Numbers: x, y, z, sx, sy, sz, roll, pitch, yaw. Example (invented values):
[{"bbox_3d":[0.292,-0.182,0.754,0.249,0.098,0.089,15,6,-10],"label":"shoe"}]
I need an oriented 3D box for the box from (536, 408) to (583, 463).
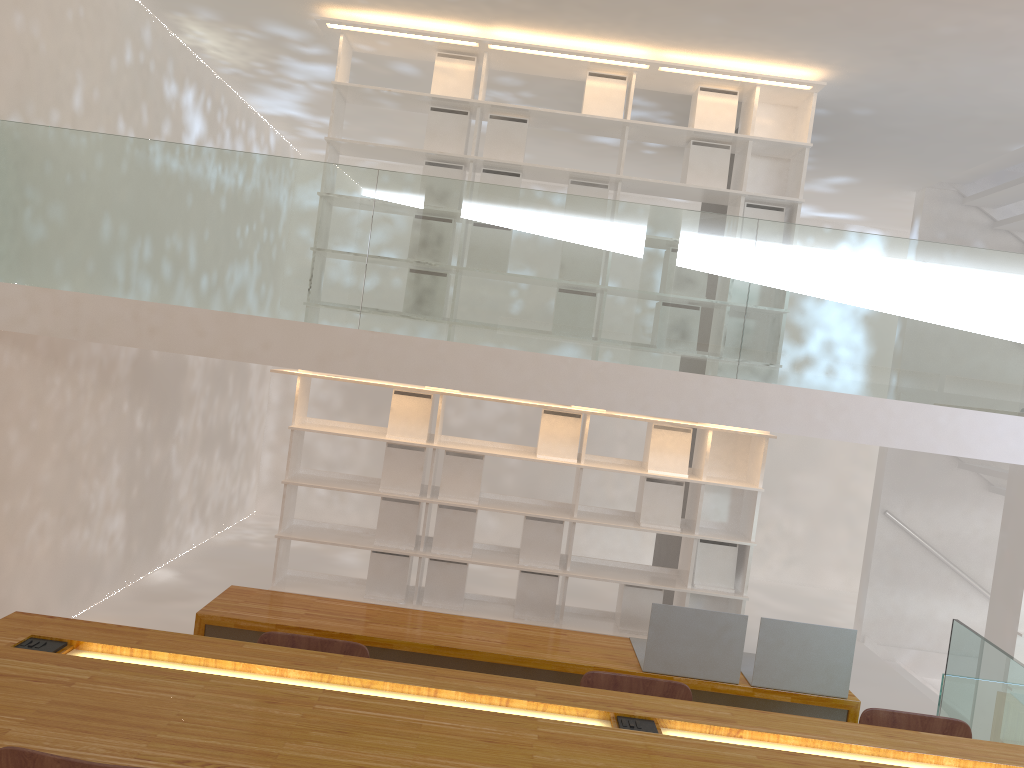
[{"bbox_3d":[0.291,0.311,5.494,0.245,0.296,0.274,8,2,0],"label":"box"}]

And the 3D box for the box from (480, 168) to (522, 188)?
[{"bbox_3d":[-0.081,-1.153,5.460,0.245,0.296,0.274,8,2,0],"label":"box"}]

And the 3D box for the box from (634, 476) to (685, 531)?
[{"bbox_3d":[0.919,0.726,5.503,0.245,0.296,0.274,8,2,0],"label":"box"}]

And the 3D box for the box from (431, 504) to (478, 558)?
[{"bbox_3d":[-0.350,0.890,5.518,0.245,0.296,0.274,8,2,0],"label":"box"}]

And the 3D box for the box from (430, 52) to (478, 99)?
[{"bbox_3d":[-0.354,-1.851,5.443,0.245,0.296,0.274,8,2,0],"label":"box"}]

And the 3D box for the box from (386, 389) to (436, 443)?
[{"bbox_3d":[-0.623,0.192,5.501,0.245,0.296,0.274,8,2,0],"label":"box"}]

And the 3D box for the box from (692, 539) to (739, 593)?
[{"bbox_3d":[1.248,1.101,5.510,0.245,0.296,0.274,8,2,0],"label":"box"}]

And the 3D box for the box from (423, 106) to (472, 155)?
[{"bbox_3d":[-0.397,-1.526,5.453,0.245,0.296,0.274,8,2,0],"label":"box"}]

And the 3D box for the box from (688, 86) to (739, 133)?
[{"bbox_3d":[1.232,-1.641,5.436,0.245,0.296,0.274,8,2,0],"label":"box"}]

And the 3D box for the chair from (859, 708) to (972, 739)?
[{"bbox_3d":[1.351,1.489,2.905,0.428,0.693,0.381,8,2,0],"label":"chair"}]

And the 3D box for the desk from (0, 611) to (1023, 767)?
[{"bbox_3d":[0.263,1.255,2.175,3.236,0.918,1.285,8,2,0],"label":"desk"}]

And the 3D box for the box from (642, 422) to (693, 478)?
[{"bbox_3d":[0.963,0.401,5.493,0.245,0.296,0.274,8,2,0],"label":"box"}]

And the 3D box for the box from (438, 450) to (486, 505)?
[{"bbox_3d":[-0.307,0.565,5.509,0.245,0.296,0.274,8,2,0],"label":"box"}]

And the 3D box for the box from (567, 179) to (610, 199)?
[{"bbox_3d":[0.452,-1.082,5.457,0.245,0.296,0.274,8,2,0],"label":"box"}]

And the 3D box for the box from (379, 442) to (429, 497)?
[{"bbox_3d":[-0.666,0.517,5.510,0.245,0.296,0.274,8,2,0],"label":"box"}]

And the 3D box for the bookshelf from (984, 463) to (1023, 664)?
[{"bbox_3d":[4.882,1.596,5.478,3.666,1.836,0.397,8,2,0],"label":"bookshelf"}]

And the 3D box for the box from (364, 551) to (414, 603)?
[{"bbox_3d":[-0.761,1.167,5.529,0.245,0.296,0.274,8,2,0],"label":"box"}]

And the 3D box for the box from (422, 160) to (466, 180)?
[{"bbox_3d":[-0.430,-1.199,5.462,0.245,0.296,0.274,8,2,0],"label":"box"}]

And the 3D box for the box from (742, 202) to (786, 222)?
[{"bbox_3d":[1.517,-0.942,5.452,0.245,0.296,0.274,8,2,0],"label":"box"}]

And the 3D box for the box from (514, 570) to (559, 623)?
[{"bbox_3d":[0.154,1.288,5.524,0.245,0.296,0.274,8,2,0],"label":"box"}]

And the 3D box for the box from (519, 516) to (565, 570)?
[{"bbox_3d":[0.183,0.960,5.515,0.245,0.296,0.274,8,2,0],"label":"box"}]

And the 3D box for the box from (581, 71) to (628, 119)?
[{"bbox_3d":[0.560,-1.731,5.437,0.245,0.296,0.274,8,2,0],"label":"box"}]

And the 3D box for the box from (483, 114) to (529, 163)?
[{"bbox_3d":[-0.038,-1.478,5.451,0.245,0.296,0.274,8,2,0],"label":"box"}]

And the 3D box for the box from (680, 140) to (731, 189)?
[{"bbox_3d":[1.188,-1.317,5.445,0.245,0.296,0.274,8,2,0],"label":"box"}]

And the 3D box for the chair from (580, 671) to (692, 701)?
[{"bbox_3d":[0.388,1.362,2.910,0.428,0.693,0.381,8,2,0],"label":"chair"}]

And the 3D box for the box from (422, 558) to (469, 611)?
[{"bbox_3d":[-0.406,1.214,5.527,0.245,0.296,0.274,8,2,0],"label":"box"}]

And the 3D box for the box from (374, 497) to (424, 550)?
[{"bbox_3d":[-0.699,0.844,5.520,0.245,0.296,0.274,8,2,0],"label":"box"}]

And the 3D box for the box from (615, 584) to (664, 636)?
[{"bbox_3d":[0.794,1.372,5.521,0.245,0.296,0.274,8,2,0],"label":"box"}]

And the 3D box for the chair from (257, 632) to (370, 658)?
[{"bbox_3d":[-0.721,1.217,2.877,0.428,0.693,0.381,8,2,0],"label":"chair"}]

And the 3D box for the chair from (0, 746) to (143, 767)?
[{"bbox_3d":[-0.691,0.939,1.602,0.428,0.693,0.381,8,2,0],"label":"chair"}]

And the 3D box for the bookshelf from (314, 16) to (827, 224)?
[{"bbox_3d":[0.226,-1.095,5.390,2.984,1.836,0.498,8,2,0],"label":"bookshelf"}]

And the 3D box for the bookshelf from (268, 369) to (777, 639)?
[{"bbox_3d":[-0.043,0.947,5.448,2.984,1.836,0.498,8,2,0],"label":"bookshelf"}]
